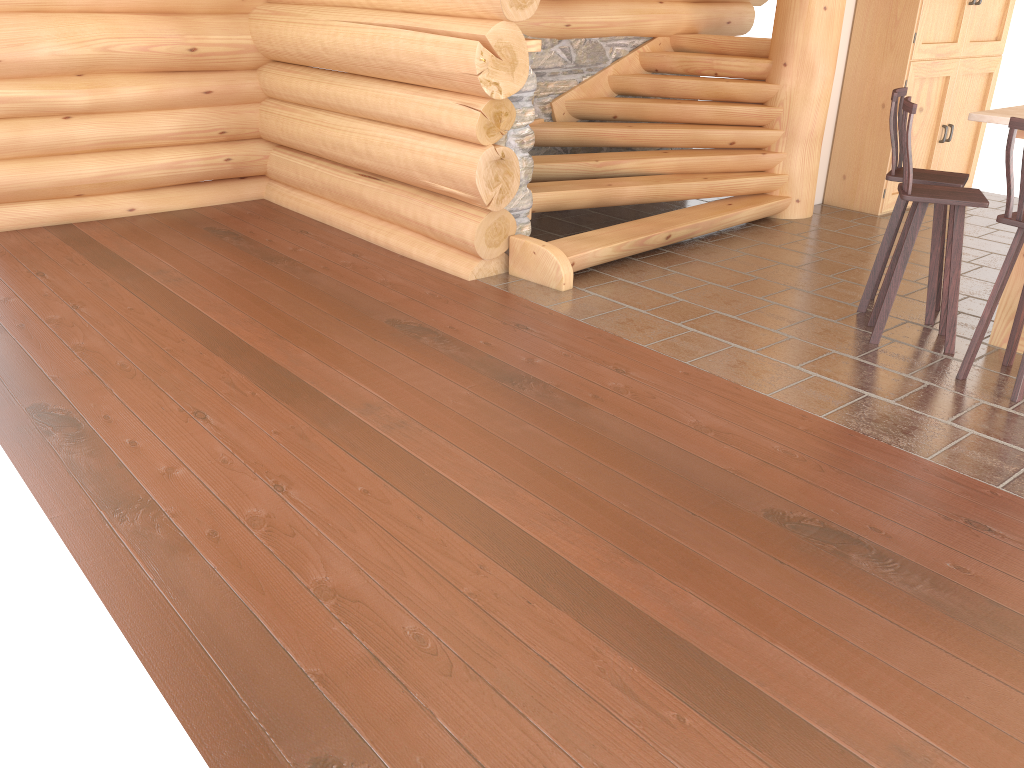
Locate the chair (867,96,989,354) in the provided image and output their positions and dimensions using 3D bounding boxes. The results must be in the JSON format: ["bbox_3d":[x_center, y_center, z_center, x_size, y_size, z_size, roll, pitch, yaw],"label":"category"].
[{"bbox_3d":[2.302,-0.868,4.901,0.504,1.319,0.406,9,25,16],"label":"chair"}]

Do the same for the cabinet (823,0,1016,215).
[{"bbox_3d":[3.875,-2.935,8.270,1.847,2.403,0.670,-18,31,-36],"label":"cabinet"}]

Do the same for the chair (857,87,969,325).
[{"bbox_3d":[2.442,-1.071,5.361,0.504,1.319,0.406,14,27,27],"label":"chair"}]

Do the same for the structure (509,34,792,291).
[{"bbox_3d":[0.904,-2.143,7.278,1.951,1.643,3.604,23,32,39],"label":"structure"}]

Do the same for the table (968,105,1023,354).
[{"bbox_3d":[3.923,-0.503,4.257,1.196,1.257,3.220,-18,31,-36],"label":"table"}]

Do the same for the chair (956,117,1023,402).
[{"bbox_3d":[2.594,-0.608,4.337,0.504,1.319,0.406,-12,28,-28],"label":"chair"}]
